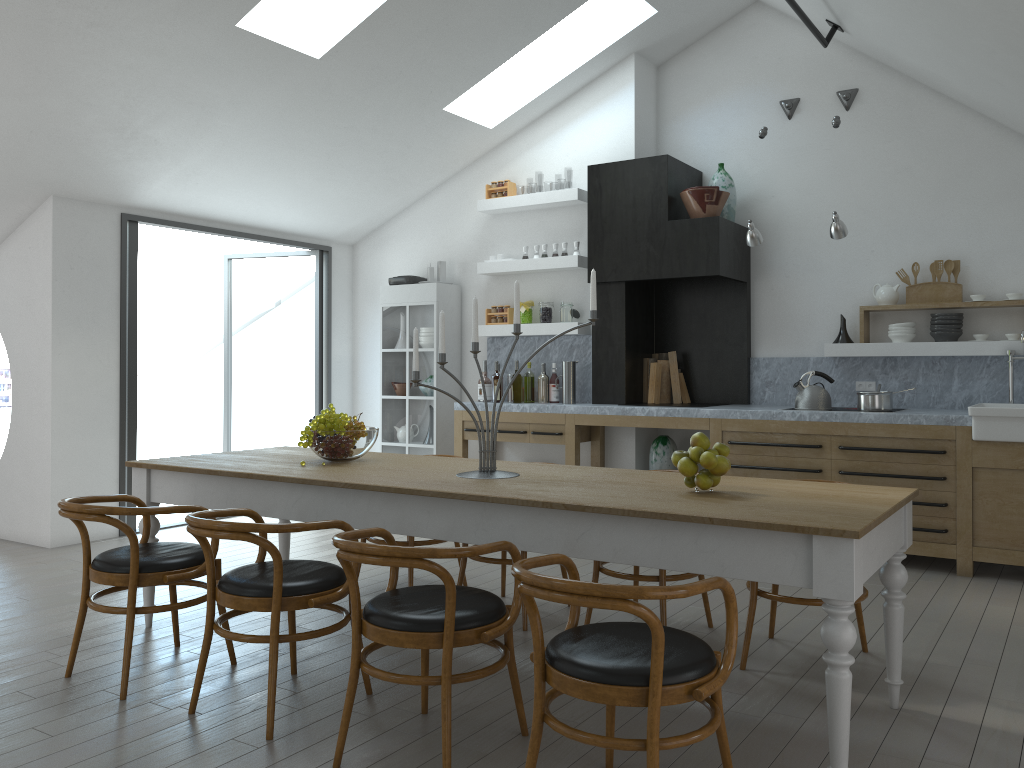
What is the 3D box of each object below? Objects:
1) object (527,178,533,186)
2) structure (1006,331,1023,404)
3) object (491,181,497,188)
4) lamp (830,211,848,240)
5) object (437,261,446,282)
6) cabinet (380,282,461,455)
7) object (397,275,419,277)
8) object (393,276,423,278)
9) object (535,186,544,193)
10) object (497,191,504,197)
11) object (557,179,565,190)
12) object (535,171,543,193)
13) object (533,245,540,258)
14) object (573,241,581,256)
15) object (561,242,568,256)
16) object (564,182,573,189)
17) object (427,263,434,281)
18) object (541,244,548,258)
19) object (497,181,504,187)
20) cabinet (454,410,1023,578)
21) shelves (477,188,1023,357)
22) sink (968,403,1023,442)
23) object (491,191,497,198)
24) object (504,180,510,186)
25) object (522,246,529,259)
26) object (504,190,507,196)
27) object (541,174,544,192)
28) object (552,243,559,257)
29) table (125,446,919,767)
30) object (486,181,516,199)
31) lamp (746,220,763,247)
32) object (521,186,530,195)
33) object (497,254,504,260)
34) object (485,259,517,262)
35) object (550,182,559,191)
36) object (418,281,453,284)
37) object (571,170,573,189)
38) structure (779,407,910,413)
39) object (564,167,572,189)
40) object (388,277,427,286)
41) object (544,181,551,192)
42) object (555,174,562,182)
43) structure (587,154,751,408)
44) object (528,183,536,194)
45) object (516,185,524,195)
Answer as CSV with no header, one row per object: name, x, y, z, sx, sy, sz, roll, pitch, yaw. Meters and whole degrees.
object,0.151,-1.659,7.514,0.048,0.169,0.048,-1,-1,41
structure,3.306,-0.071,5.637,0.214,0.530,0.332,0,0,13
object,-0.153,-1.713,7.669,0.058,0.075,0.058,0,0,-34
lamp,2.140,-1.035,5.812,0.112,0.176,0.169,0,0,25
object,-0.630,-0.988,7.908,0.072,0.211,0.071,0,-1,-33
cabinet,-0.827,0.113,7.962,0.642,1.990,0.361,0,-1,33
object,-0.937,-0.916,8.046,0.170,0.119,0.170,0,0,33
object,-0.937,-0.906,8.046,0.238,0.119,0.238,0,1,33
object,0.213,-1.620,7.470,0.093,0.093,0.094,0,0,-24
object,-0.097,-1.627,7.631,0.058,0.075,0.058,0,0,-34
object,0.405,-1.619,7.237,0.071,0.099,0.071,0,0,-3
object,0.223,-1.665,7.337,0.063,0.187,0.063,0,-1,1
object,0.207,-1.099,7.407,0.068,0.124,0.064,0,0,27
object,0.525,-1.095,7.189,0.068,0.124,0.064,0,0,27
object,0.431,-1.096,7.250,0.068,0.124,0.064,0,0,27
object,0.446,-1.618,7.318,0.093,0.093,0.094,0,0,-24
object,-0.721,-0.980,7.852,0.054,0.196,0.054,0,-1,-32
object,0.271,-1.098,7.348,0.068,0.124,0.064,0,0,27
object,-0.097,-1.713,7.632,0.058,0.075,0.058,0,0,-34
cabinet,2.462,0.750,6.013,6.428,1.022,1.004,1,0,33
shelves,2.230,-0.880,6.476,5.549,1.362,0.480,0,0,27
sink,3.327,0.236,5.285,1.021,0.202,0.727,1,1,33
object,-0.153,-1.627,7.668,0.058,0.075,0.058,0,0,-34
object,-0.041,-1.712,7.596,0.058,0.075,0.058,0,0,-34
object,0.114,-1.100,7.467,0.068,0.124,0.064,0,0,27
object,-0.041,-1.626,7.594,0.058,0.075,0.058,0,0,-34
object,0.241,-1.662,7.398,0.054,0.179,0.054,0,-1,9
object,0.358,-1.097,7.308,0.068,0.124,0.064,0,0,27
table,-0.175,0.778,3.760,3.348,0.799,1.018,1,1,33
object,-0.096,-1.650,7.629,0.237,0.146,0.120,0,0,33
lamp,1.658,-1.036,6.129,0.164,0.178,0.115,0,0,-39
object,0.122,-1.616,7.454,0.077,0.085,0.077,0,0,-24
object,-0.096,-1.078,7.608,0.054,0.071,0.054,0,0,32
object,-0.096,-1.050,7.607,0.295,0.025,0.113,1,1,33
object,0.355,-1.613,7.303,0.077,0.085,0.077,0,0,-24
object,-0.675,-0.890,7.880,0.295,0.025,0.150,-1,1,-33
object,0.474,-1.659,7.247,0.054,0.179,0.054,0,-1,9
structure,2.285,0.194,6.079,0.737,0.041,0.647,1,1,33
object,0.456,-1.662,7.186,0.063,0.187,0.063,0,-1,1
object,-0.937,-0.897,8.045,0.298,0.119,0.298,0,1,33
object,0.303,-1.624,7.373,0.081,0.105,0.082,0,0,1
object,0.384,-1.656,7.363,0.048,0.169,0.048,-1,-1,41
structure,1.227,-0.781,6.968,1.075,1.885,0.780,0,-1,33
object,0.172,-1.621,7.388,0.071,0.099,0.071,0,0,-3
object,0.070,-1.627,7.524,0.081,0.105,0.082,0,0,1
